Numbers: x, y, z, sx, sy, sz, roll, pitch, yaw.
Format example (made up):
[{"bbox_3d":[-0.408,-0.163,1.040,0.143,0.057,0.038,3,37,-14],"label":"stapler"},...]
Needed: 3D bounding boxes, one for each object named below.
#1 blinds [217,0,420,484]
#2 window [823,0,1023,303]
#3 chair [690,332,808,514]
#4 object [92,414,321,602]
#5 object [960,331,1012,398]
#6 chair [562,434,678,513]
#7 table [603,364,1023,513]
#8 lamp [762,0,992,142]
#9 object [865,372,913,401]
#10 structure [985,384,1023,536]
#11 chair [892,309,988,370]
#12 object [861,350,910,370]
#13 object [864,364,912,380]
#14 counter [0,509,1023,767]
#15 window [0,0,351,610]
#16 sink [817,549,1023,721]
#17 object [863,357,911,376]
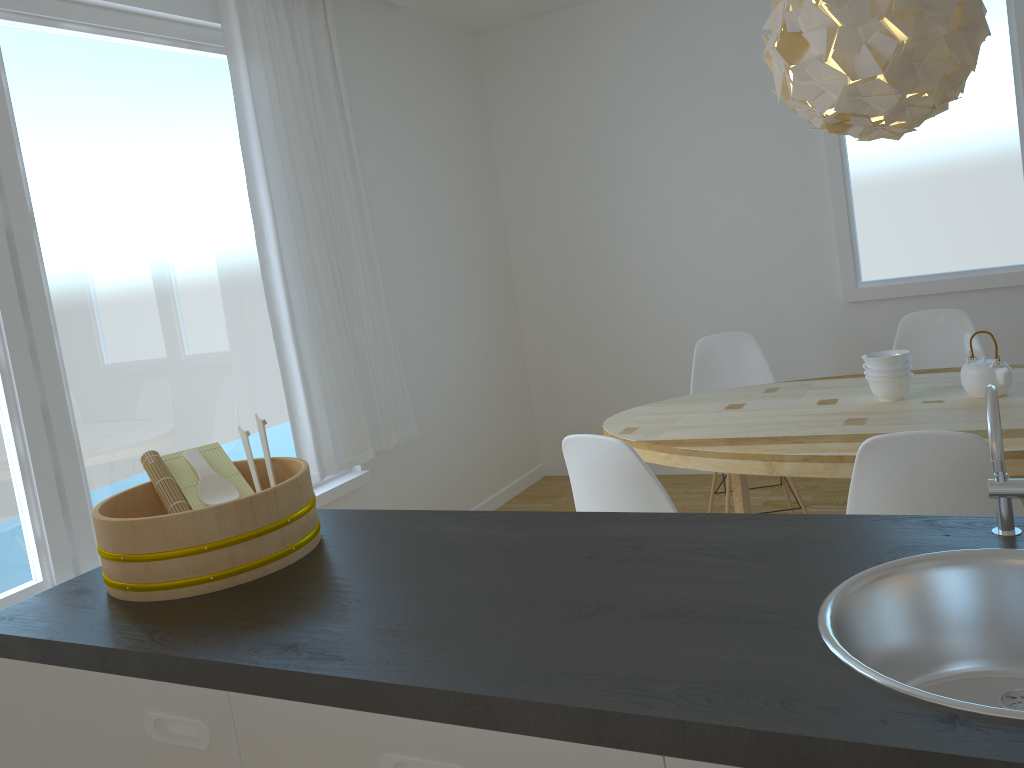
[{"bbox_3d":[-0.792,-0.724,3.784,0.149,2.147,0.802,-6,6,29],"label":"blinds"},{"bbox_3d":[1.866,-0.762,2.945,1.875,2.041,2.573,-5,8,29],"label":"window"},{"bbox_3d":[1.014,0.249,3.812,0.429,0.896,0.527,-8,6,4],"label":"chair"},{"bbox_3d":[-0.567,0.213,1.626,0.381,0.213,0.430,-14,9,-32],"label":"object"},{"bbox_3d":[1.514,-0.065,2.834,0.147,0.210,0.179,-5,7,28],"label":"object"},{"bbox_3d":[0.472,0.522,2.581,0.527,0.896,0.429,-14,8,-41],"label":"chair"},{"bbox_3d":[1.381,0.419,2.913,2.184,0.721,1.205,-4,9,27],"label":"table"},{"bbox_3d":[1.076,-1.306,2.709,0.637,1.128,0.652,-6,7,28],"label":"lamp"},{"bbox_3d":[1.283,0.010,3.002,0.152,0.082,0.152,-12,8,-21],"label":"object"},{"bbox_3d":[0.646,0.104,1.111,0.096,0.214,0.163,-6,7,29],"label":"structure"},{"bbox_3d":[1.728,0.179,3.557,0.429,0.896,0.528,-6,7,29],"label":"chair"},{"bbox_3d":[1.267,-0.063,2.994,0.153,0.086,0.152,-14,9,-32],"label":"object"},{"bbox_3d":[1.276,-0.012,2.998,0.152,0.092,0.152,-12,8,-22],"label":"object"},{"bbox_3d":[0.286,0.286,1.134,2.394,0.040,0.606,-4,10,29],"label":"counter"},{"bbox_3d":[-1.545,-0.264,2.746,0.088,1.906,2.752,-6,8,29],"label":"window"},{"bbox_3d":[0.553,0.326,0.958,0.405,0.156,0.405,-12,9,-19],"label":"sink"},{"bbox_3d":[1.271,-0.035,2.994,0.152,0.095,0.152,-1,11,45],"label":"object"}]
